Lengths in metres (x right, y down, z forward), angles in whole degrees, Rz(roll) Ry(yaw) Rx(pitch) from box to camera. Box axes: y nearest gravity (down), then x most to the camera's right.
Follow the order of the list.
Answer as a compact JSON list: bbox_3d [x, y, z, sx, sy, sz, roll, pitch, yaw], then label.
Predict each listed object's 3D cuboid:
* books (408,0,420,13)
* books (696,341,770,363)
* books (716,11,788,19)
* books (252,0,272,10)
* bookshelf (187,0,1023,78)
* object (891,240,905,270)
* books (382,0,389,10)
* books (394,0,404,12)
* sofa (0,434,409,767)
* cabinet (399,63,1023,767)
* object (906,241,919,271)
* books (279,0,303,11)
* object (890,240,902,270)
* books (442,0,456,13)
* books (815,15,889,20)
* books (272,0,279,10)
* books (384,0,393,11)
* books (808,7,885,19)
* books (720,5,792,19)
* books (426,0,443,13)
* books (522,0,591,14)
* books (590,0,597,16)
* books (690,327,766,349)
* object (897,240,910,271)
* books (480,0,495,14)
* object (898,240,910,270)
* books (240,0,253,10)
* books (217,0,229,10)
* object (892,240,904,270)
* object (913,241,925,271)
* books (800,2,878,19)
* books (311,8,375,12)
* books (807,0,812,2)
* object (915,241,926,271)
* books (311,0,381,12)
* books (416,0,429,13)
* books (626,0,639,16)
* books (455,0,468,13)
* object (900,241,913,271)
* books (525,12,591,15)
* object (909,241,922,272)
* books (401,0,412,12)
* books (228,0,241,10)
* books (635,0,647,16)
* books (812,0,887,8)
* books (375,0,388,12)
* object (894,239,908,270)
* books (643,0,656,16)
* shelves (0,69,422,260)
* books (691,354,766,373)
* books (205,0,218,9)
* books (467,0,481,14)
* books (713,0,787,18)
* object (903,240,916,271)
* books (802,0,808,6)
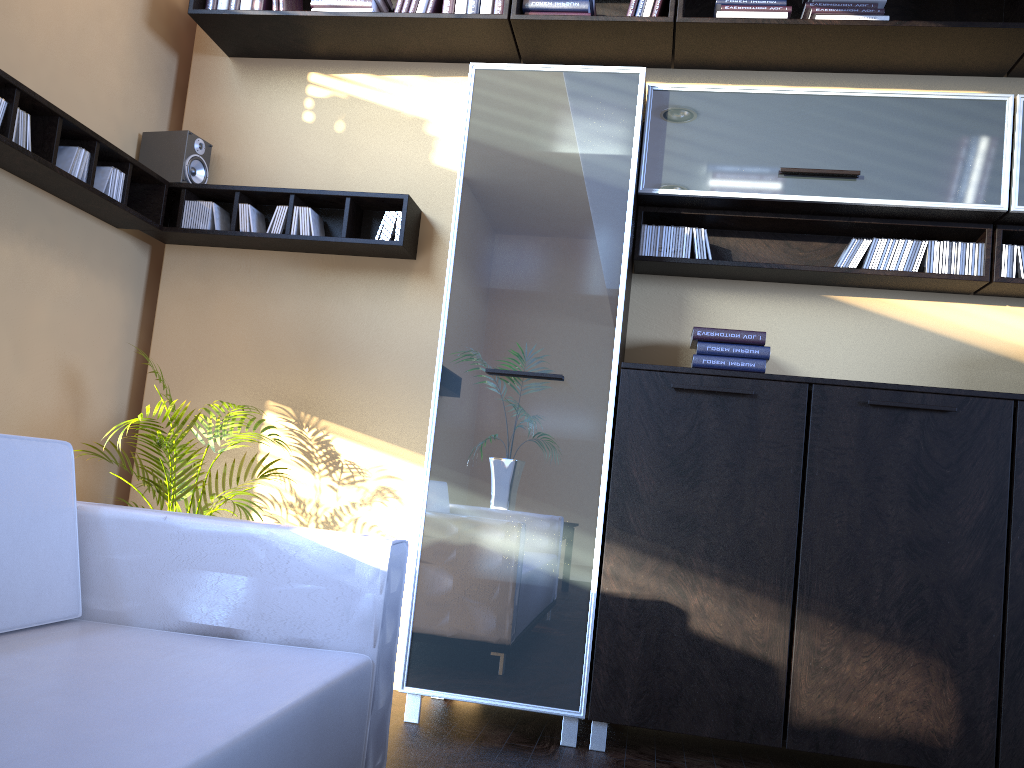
[{"bbox_3d":[-0.358,-1.562,3.636,0.075,0.259,0.208,5,-6,10],"label":"books"},{"bbox_3d":[0.820,-0.110,3.315,0.258,0.050,0.208,5,-7,10],"label":"books"},{"bbox_3d":[0.914,-1.369,3.415,0.258,0.028,0.208,5,-7,10],"label":"books"},{"bbox_3d":[-1.025,-1.618,3.752,0.050,0.258,0.208,5,-6,9],"label":"books"},{"bbox_3d":[1.238,-1.443,3.398,5.122,0.339,0.362,5,-6,9],"label":"bookshelf"},{"bbox_3d":[1.427,-0.463,3.321,0.040,0.118,0.142,5,-6,9],"label":"object"},{"bbox_3d":[-0.668,-1.604,3.687,0.258,0.028,0.208,5,-7,10],"label":"books"},{"bbox_3d":[-0.420,-1.567,3.654,0.075,0.259,0.208,5,-6,9],"label":"books"},{"bbox_3d":[-0.926,0.471,1.213,1.014,0.846,2.063,5,-7,9],"label":"sofa"},{"bbox_3d":[1.658,0.182,3.089,3.874,2.393,0.492,5,-5,9],"label":"cabinet"},{"bbox_3d":[1.477,-0.459,3.314,0.040,0.118,0.142,5,-6,9],"label":"object"},{"bbox_3d":[-0.932,-1.611,3.734,0.075,0.259,0.208,5,-6,9],"label":"books"},{"bbox_3d":[1.417,-0.465,3.318,0.036,0.115,0.140,5,-6,9],"label":"object"},{"bbox_3d":[-0.231,-1.551,3.622,0.050,0.258,0.208,5,-6,10],"label":"books"},{"bbox_3d":[1.272,-1.337,3.371,0.258,0.028,0.208,5,-7,10],"label":"books"},{"bbox_3d":[-0.963,-1.613,3.745,0.075,0.259,0.208,5,-6,9],"label":"books"},{"bbox_3d":[-0.650,-1.629,3.703,0.258,0.028,0.208,5,-7,9],"label":"books"},{"bbox_3d":[1.255,-1.367,3.375,0.258,0.028,0.208,5,-7,9],"label":"books"},{"bbox_3d":[0.930,-1.395,3.422,0.258,0.028,0.208,5,-7,9],"label":"books"},{"bbox_3d":[-0.293,-1.555,3.641,0.075,0.259,0.208,5,-6,9],"label":"books"},{"bbox_3d":[0.184,-1.463,3.541,0.258,0.050,0.208,5,-7,9],"label":"books"},{"bbox_3d":[0.203,-1.510,3.554,0.258,0.050,0.208,5,-7,9],"label":"books"},{"bbox_3d":[0.802,-0.164,3.313,0.258,0.050,0.208,5,-7,9],"label":"books"},{"bbox_3d":[1.447,-0.461,3.318,0.040,0.118,0.142,5,-6,10],"label":"object"},{"bbox_3d":[-0.079,-1.539,3.589,0.050,0.258,0.208,5,-6,9],"label":"books"},{"bbox_3d":[1.446,-0.462,3.314,0.036,0.115,0.140,5,-6,9],"label":"object"},{"bbox_3d":[-1.076,-1.623,3.760,0.050,0.258,0.208,5,-6,10],"label":"books"},{"bbox_3d":[-1.178,-1.631,3.779,0.050,0.258,0.208,5,-6,9],"label":"books"},{"bbox_3d":[1.427,-0.463,3.319,0.036,0.115,0.140,5,-6,9],"label":"object"},{"bbox_3d":[1.496,-0.458,3.306,0.036,0.115,0.140,5,-6,9],"label":"object"},{"bbox_3d":[1.239,-1.395,3.394,0.258,0.028,0.208,5,-7,9],"label":"books"},{"bbox_3d":[-0.672,-1.484,3.679,0.258,0.050,0.208,5,-7,10],"label":"books"},{"bbox_3d":[1.261,-1.453,3.378,0.258,0.028,0.208,5,-7,9],"label":"books"},{"bbox_3d":[1.506,-0.457,3.307,0.040,0.118,0.142,5,-6,9],"label":"object"},{"bbox_3d":[-0.677,-1.535,3.690,0.258,0.050,0.208,5,-7,9],"label":"books"},{"bbox_3d":[-0.327,-1.560,3.632,0.075,0.259,0.208,5,-6,9],"label":"books"},{"bbox_3d":[0.493,-1.489,3.505,0.075,0.259,0.208,5,-6,9],"label":"books"},{"bbox_3d":[-0.180,-1.546,3.613,0.050,0.258,0.208,5,-6,9],"label":"books"},{"bbox_3d":[1.457,-0.460,3.321,0.040,0.118,0.142,5,-6,9],"label":"object"},{"bbox_3d":[0.190,-1.410,3.540,0.258,0.050,0.208,5,-7,9],"label":"books"},{"bbox_3d":[1.486,-0.458,3.312,0.040,0.118,0.142,5,-6,9],"label":"object"},{"bbox_3d":[-0.389,-1.565,3.642,0.075,0.259,0.208,5,-6,9],"label":"books"},{"bbox_3d":[-1.129,-1.628,3.761,0.050,0.258,0.208,5,-6,9],"label":"books"},{"bbox_3d":[0.524,-1.485,3.504,0.075,0.259,0.208,5,-6,9],"label":"books"},{"bbox_3d":[1.271,-1.423,3.384,0.258,0.028,0.208,5,-7,9],"label":"books"},{"bbox_3d":[-0.657,-1.572,3.703,0.258,0.028,0.208,5,-7,9],"label":"books"},{"bbox_3d":[1.436,-0.463,3.314,0.040,0.118,0.142,5,-6,10],"label":"object"},{"bbox_3d":[0.554,-1.484,3.486,0.075,0.259,0.208,5,-6,9],"label":"books"},{"bbox_3d":[-1.512,-1.121,0.596,1.248,0.213,6.642,5,-7,9],"label":"shelves"},{"bbox_3d":[0.801,-0.062,3.304,0.258,0.050,0.208,5,-7,10],"label":"books"},{"bbox_3d":[-1.230,-1.636,3.785,0.050,0.258,0.208,5,-6,9],"label":"books"},{"bbox_3d":[-0.130,-1.543,3.597,0.050,0.258,0.208,5,-6,10],"label":"books"},{"bbox_3d":[0.913,-1.424,3.434,0.258,0.028,0.208,5,-7,9],"label":"books"},{"bbox_3d":[1.466,-0.460,3.312,0.040,0.118,0.142,5,-6,9],"label":"object"},{"bbox_3d":[1.258,-1.510,3.384,0.258,0.028,0.208,5,-7,9],"label":"books"}]
